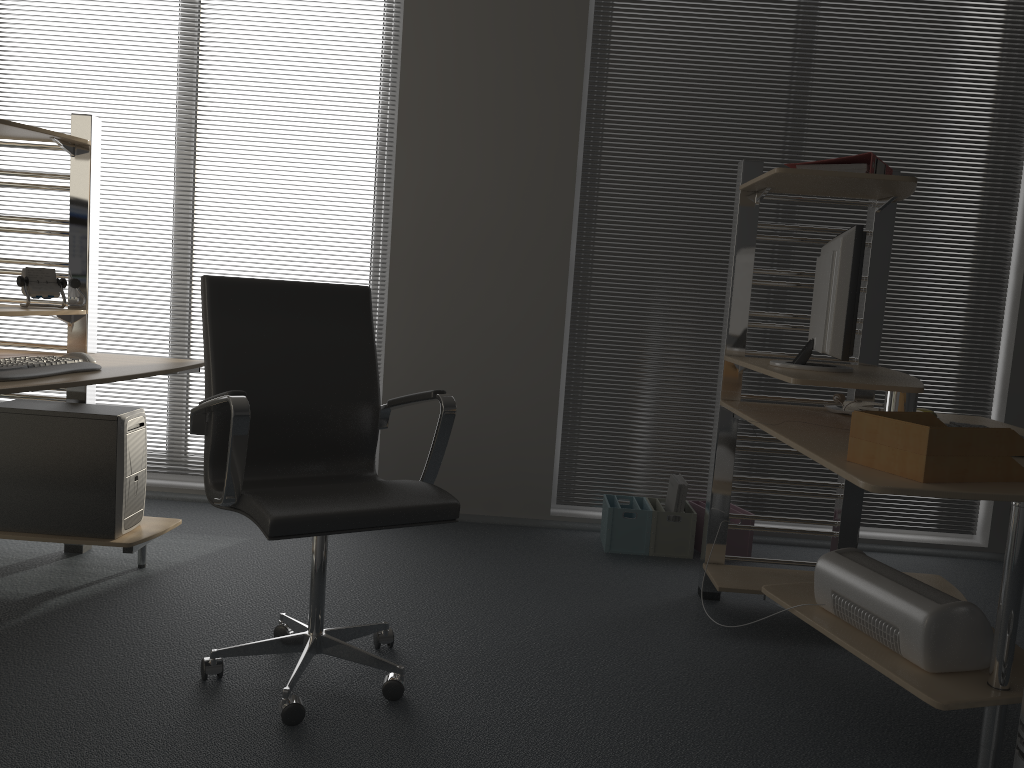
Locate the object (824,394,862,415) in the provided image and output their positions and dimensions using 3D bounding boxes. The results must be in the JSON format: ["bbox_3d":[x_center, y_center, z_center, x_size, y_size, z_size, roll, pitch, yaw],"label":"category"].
[{"bbox_3d":[1.119,0.070,2.941,0.054,0.064,0.159,0,7,-32],"label":"object"}]

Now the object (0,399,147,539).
[{"bbox_3d":[-1.529,0.289,3.059,0.471,0.422,0.199,4,6,1],"label":"object"}]

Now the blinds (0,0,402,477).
[{"bbox_3d":[-1.519,-0.946,4.006,1.950,2.749,0.037,4,6,1],"label":"blinds"}]

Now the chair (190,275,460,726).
[{"bbox_3d":[-0.504,0.263,2.335,0.584,1.048,0.652,0,7,-34],"label":"chair"}]

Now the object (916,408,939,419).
[{"bbox_3d":[1.390,0.098,3.032,0.132,0.026,0.132,4,6,1],"label":"object"}]

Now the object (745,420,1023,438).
[{"bbox_3d":[1.082,0.156,2.525,0.814,0.082,0.478,5,6,8],"label":"object"}]

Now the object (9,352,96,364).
[{"bbox_3d":[-1.712,-0.088,2.927,0.742,0.088,0.168,4,6,3],"label":"object"}]

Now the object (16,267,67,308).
[{"bbox_3d":[-1.612,-0.330,3.037,0.093,0.135,0.154,9,8,37],"label":"object"}]

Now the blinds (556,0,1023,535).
[{"bbox_3d":[1.275,-0.745,3.982,1.950,2.770,0.022,4,6,1],"label":"blinds"}]

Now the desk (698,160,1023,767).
[{"bbox_3d":[1.203,0.109,2.465,0.967,1.566,1.469,4,6,1],"label":"desk"}]

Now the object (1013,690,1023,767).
[{"bbox_3d":[1.079,0.788,1.704,0.208,0.377,0.208,10,8,44],"label":"object"}]

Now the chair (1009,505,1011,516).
[{"bbox_3d":[1.871,0.412,2.514,0.652,1.048,0.584,3,6,-13],"label":"chair"}]

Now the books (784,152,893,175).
[{"bbox_3d":[1.048,-0.677,2.839,0.262,0.072,0.320,8,7,33],"label":"books"}]

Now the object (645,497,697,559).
[{"bbox_3d":[0.674,0.623,3.825,0.185,0.202,0.245,4,6,1],"label":"object"}]

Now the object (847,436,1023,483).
[{"bbox_3d":[0.948,0.163,1.968,0.309,0.060,0.225,2,6,-20],"label":"object"}]

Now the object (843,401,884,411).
[{"bbox_3d":[1.195,0.078,3.015,0.134,0.042,0.022,10,8,42],"label":"object"}]

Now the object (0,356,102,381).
[{"bbox_3d":[-1.688,-0.047,2.588,0.814,0.082,0.478,5,6,8],"label":"object"}]

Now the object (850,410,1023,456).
[{"bbox_3d":[0.952,0.107,1.962,0.309,0.060,0.225,2,6,-20],"label":"object"}]

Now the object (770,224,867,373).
[{"bbox_3d":[0.939,-0.257,2.719,0.245,0.418,0.516,7,7,22],"label":"object"}]

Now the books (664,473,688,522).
[{"bbox_3d":[0.694,0.554,3.817,0.068,0.306,0.220,4,6,1],"label":"books"}]

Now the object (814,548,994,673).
[{"bbox_3d":[1.025,0.546,2.207,0.351,0.162,0.438,2,6,-15],"label":"object"}]

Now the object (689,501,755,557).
[{"bbox_3d":[0.899,0.636,3.850,0.185,0.202,0.245,2,6,-17],"label":"object"}]

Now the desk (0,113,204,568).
[{"bbox_3d":[-1.584,-0.091,2.491,0.967,1.566,1.469,4,6,1],"label":"desk"}]

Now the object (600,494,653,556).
[{"bbox_3d":[0.489,0.610,3.827,0.185,0.202,0.245,4,6,1],"label":"object"}]
